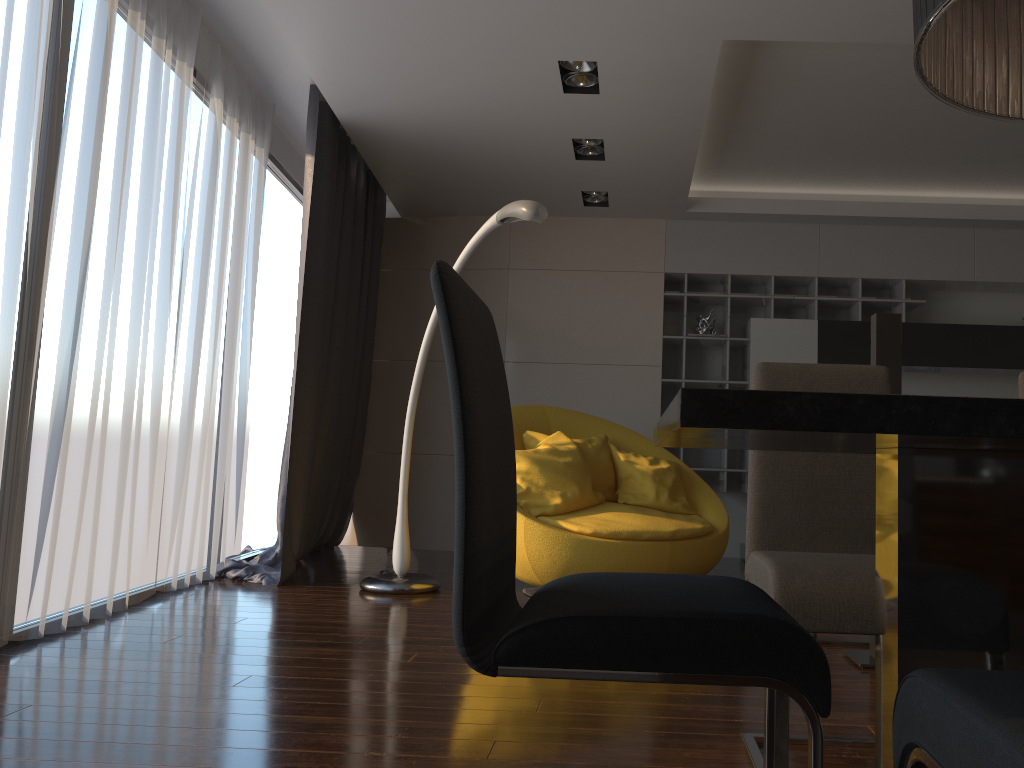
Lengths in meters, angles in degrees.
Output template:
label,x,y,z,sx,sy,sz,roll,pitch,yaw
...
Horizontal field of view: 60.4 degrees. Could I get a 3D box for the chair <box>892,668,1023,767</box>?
label,x,y,z,sx,sy,sz,roll,pitch,yaw
chair,0.590,0.279,0.680,0.425,0.966,0.575,2,-5,6

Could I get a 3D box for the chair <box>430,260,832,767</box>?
label,x,y,z,sx,sy,sz,roll,pitch,yaw
chair,0.166,0.324,1.372,0.569,0.966,0.429,2,-6,4

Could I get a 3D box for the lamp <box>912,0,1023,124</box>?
label,x,y,z,sx,sy,sz,roll,pitch,yaw
lamp,1.100,-1.121,1.485,0.767,1.104,0.840,-1,-6,29

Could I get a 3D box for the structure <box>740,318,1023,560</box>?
label,x,y,z,sx,sy,sz,roll,pitch,yaw
structure,3.170,0.451,6.474,2.873,1.769,0.481,2,-6,2

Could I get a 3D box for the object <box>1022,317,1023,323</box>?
label,x,y,z,sx,sy,sz,roll,pitch,yaw
object,4.006,-0.485,6.609,0.321,0.177,0.325,2,-5,5

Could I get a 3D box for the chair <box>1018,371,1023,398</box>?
label,x,y,z,sx,sy,sz,roll,pitch,yaw
chair,1.469,0.424,2.014,0.425,0.966,0.575,2,-5,6

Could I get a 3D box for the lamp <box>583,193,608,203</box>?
label,x,y,z,sx,sy,sz,roll,pitch,yaw
lamp,0.593,-1.321,6.209,0.172,0.077,0.181,1,-5,17

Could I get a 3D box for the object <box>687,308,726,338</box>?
label,x,y,z,sx,sy,sz,roll,pitch,yaw
object,1.452,-0.448,6.600,0.283,0.228,0.286,2,-5,5

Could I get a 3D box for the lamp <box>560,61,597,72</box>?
label,x,y,z,sx,sy,sz,roll,pitch,yaw
lamp,0.312,-1.511,4.109,0.177,0.077,0.176,2,-5,0

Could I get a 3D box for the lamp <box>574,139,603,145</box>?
label,x,y,z,sx,sy,sz,roll,pitch,yaw
lamp,0.440,-1.424,5.069,0.170,0.077,0.183,0,-5,24

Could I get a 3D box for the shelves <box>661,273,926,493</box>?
label,x,y,z,sx,sy,sz,roll,pitch,yaw
shelves,2.078,0.019,6.595,1.914,1.603,0.380,2,-6,2

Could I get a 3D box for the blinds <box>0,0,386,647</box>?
label,x,y,z,sx,sy,sz,roll,pitch,yaw
blinds,-1.379,-0.550,2.992,0.751,2.898,7.444,2,-5,1

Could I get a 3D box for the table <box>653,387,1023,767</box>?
label,x,y,z,sx,sy,sz,roll,pitch,yaw
table,1.019,0.454,1.342,1.594,0.761,1.045,2,-5,3

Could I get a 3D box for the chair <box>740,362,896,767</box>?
label,x,y,z,sx,sy,sz,roll,pitch,yaw
chair,0.771,0.402,2.033,0.425,0.966,0.575,2,-5,6

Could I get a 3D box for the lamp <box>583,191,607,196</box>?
label,x,y,z,sx,sy,sz,roll,pitch,yaw
lamp,0.569,-1.337,6.030,0.170,0.077,0.183,0,-5,24

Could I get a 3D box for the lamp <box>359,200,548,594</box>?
label,x,y,z,sx,sy,sz,roll,pitch,yaw
lamp,-0.638,0.233,5.416,0.598,1.781,4.107,4,-5,-13

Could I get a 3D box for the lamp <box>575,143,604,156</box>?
label,x,y,z,sx,sy,sz,roll,pitch,yaw
lamp,0.464,-1.408,5.248,0.172,0.077,0.181,1,-5,17

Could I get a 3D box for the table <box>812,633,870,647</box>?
label,x,y,z,sx,sy,sz,roll,pitch,yaw
table,1.458,0.776,3.772,0.448,0.564,0.604,2,-5,6

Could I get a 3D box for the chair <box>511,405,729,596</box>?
label,x,y,z,sx,sy,sz,roll,pitch,yaw
chair,0.468,0.598,4.685,1.591,1.007,1.081,5,-6,-29

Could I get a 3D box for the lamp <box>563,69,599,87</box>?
label,x,y,z,sx,sy,sz,roll,pitch,yaw
lamp,0.335,-1.495,4.288,0.172,0.077,0.181,1,-5,17
